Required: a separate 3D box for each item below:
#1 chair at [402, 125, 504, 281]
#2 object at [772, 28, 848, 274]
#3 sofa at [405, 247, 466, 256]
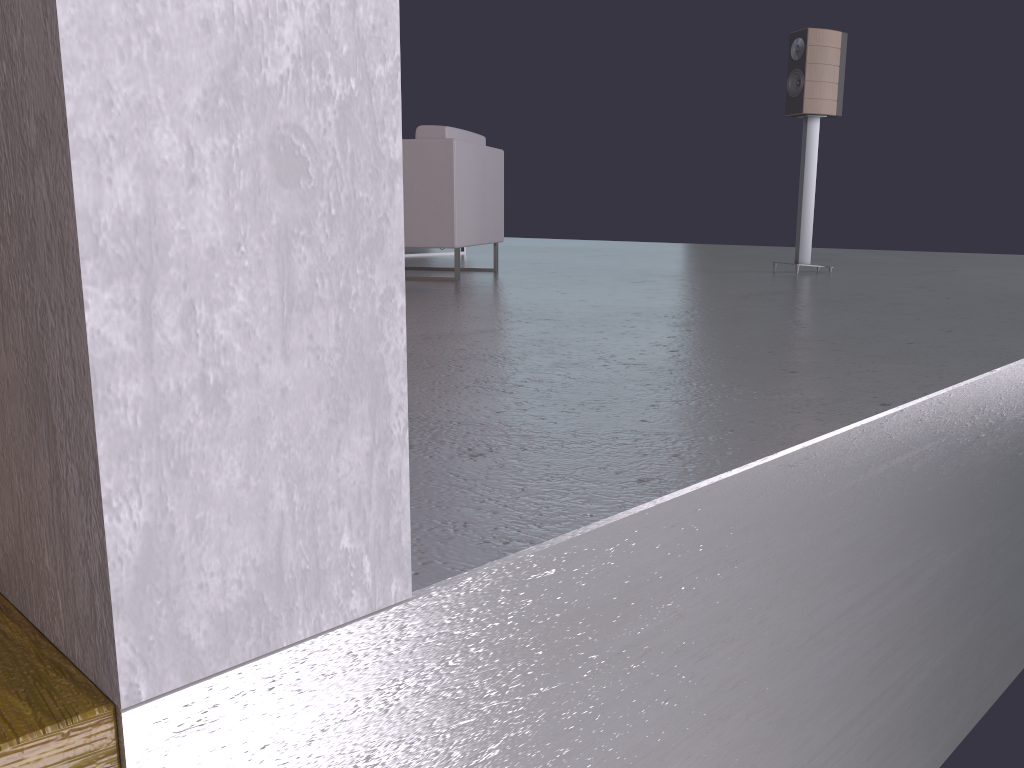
[{"bbox_3d":[-0.661,-1.035,5.079,1.026,0.808,0.936,3,12,15],"label":"chair"},{"bbox_3d":[1.765,-1.339,5.181,0.333,1.363,0.243,-3,12,-14],"label":"object"},{"bbox_3d":[-1.520,-1.581,7.778,2.353,0.824,1.026,11,16,44],"label":"sofa"}]
